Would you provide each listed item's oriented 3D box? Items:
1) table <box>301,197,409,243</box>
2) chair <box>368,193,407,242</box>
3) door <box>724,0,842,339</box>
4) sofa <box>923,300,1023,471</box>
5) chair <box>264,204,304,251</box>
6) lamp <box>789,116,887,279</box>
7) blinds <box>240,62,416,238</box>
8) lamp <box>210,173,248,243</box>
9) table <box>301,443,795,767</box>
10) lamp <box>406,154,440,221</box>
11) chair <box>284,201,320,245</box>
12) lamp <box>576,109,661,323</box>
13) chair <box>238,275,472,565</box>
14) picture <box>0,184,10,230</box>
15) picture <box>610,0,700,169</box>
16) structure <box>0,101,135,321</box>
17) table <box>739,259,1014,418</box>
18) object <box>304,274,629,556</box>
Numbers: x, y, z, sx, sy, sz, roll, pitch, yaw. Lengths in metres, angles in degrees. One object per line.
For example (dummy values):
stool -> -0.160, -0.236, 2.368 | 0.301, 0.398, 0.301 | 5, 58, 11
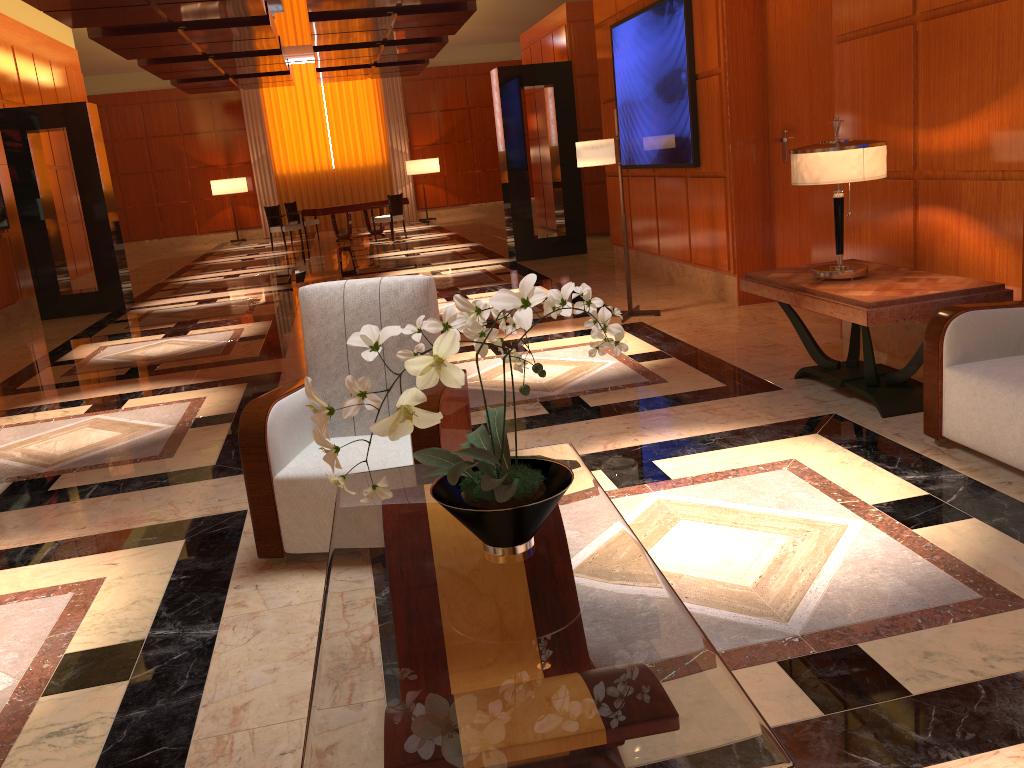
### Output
table -> -3.139, -3.319, 18.105 | 2.118, 0.735, 0.786 | -17, 17, -38
chair -> -2.397, -3.278, 17.404 | 0.577, 0.886, 0.589 | 2, 15, 32
door -> 2.043, -1.769, 6.293 | 0.341, 2.629, 1.549 | -8, 13, -10
sofa -> 2.185, -0.036, 2.905 | 0.613, 0.924, 1.813 | -8, 14, -9
chair -> -4.567, -3.127, 17.676 | 0.576, 0.886, 0.589 | 1, 15, 27
lamp -> 1.649, -0.945, 4.475 | 0.459, 0.787, 0.462 | 5, 17, 41
blinds -> -4.524, -5.883, 21.997 | 3.856, 4.031, 0.150 | -8, 13, -10
lamp -> -6.686, -4.220, 21.219 | 0.811, 1.647, 0.817 | 1, 15, 29
table -> -0.033, 0.651, 2.035 | 0.723, 0.492, 1.573 | -7, 14, -7
lamp -> -2.156, -4.888, 22.022 | 0.811, 1.647, 0.817 | 1, 15, 29
chair -> -4.494, -3.451, 18.902 | 0.576, 0.886, 0.589 | -2, 14, 18
lamp -> 0.818, -1.337, 7.075 | 0.528, 1.647, 0.362 | -10, 13, -20
chair -> -0.572, 0.109, 3.380 | 0.737, 0.953, 0.634 | -4, 13, 9
picture -> -5.827, -2.302, 9.347 | 0.056, 1.440, 2.012 | -8, 14, -10
picture -> 1.302, -2.761, 8.313 | 0.056, 1.440, 2.012 | -8, 14, -10
structure -> -5.401, -2.096, 10.804 | 0.986, 2.477, 0.504 | -8, 13, -10
table -> 1.800, -0.249, 4.574 | 0.726, 0.601, 1.280 | -8, 14, -9
object -> -0.056, 0.080, 2.040 | 0.791, 0.612, 0.419 | -14, 16, -32
